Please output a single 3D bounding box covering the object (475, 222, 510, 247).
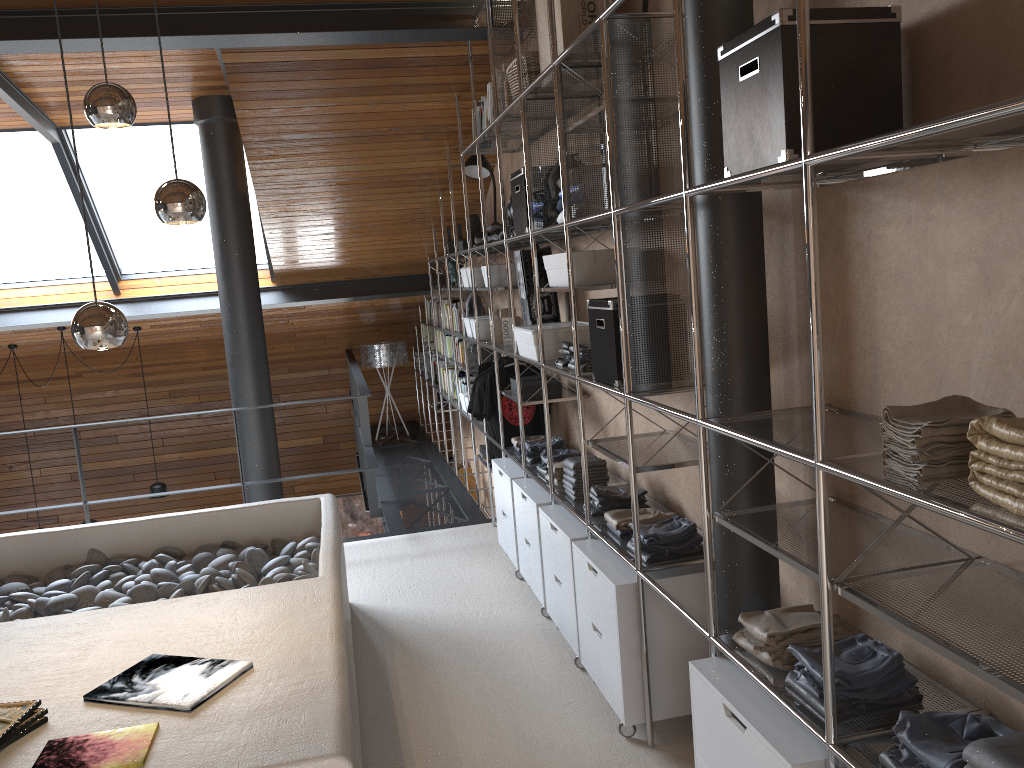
[{"bbox_3d":[-0.040,-0.884,5.146,0.286,0.141,0.657,-7,7,-18],"label":"object"}]

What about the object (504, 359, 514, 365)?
[{"bbox_3d":[-0.009,-0.113,5.296,0.387,0.197,0.009,-7,7,-15],"label":"object"}]

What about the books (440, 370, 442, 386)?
[{"bbox_3d":[-0.593,-0.067,8.119,0.127,0.200,0.046,-6,7,-11],"label":"books"}]

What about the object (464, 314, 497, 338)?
[{"bbox_3d":[-0.162,-0.391,5.971,0.295,0.136,0.228,-6,7,-11],"label":"object"}]

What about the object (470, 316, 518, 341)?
[{"bbox_3d":[-0.107,-0.363,5.712,0.295,0.136,0.228,-6,7,-11],"label":"object"}]

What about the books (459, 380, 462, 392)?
[{"bbox_3d":[-0.331,0.055,6.989,0.148,0.189,0.053,-6,7,-11],"label":"books"}]

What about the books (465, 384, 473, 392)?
[{"bbox_3d":[-0.287,0.085,6.808,0.130,0.166,0.046,-6,7,-11],"label":"books"}]

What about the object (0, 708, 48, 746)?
[{"bbox_3d":[-1.332,0.849,2.179,0.276,0.013,0.207,-3,7,13],"label":"object"}]

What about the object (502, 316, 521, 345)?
[{"bbox_3d":[-0.001,-0.310,5.150,0.074,0.156,0.078,1,9,38],"label":"object"}]

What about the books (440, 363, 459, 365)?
[{"bbox_3d":[-0.554,-0.080,8.099,0.177,0.217,0.046,-6,7,-11],"label":"books"}]

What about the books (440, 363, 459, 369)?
[{"bbox_3d":[-0.560,-0.074,8.066,0.161,0.222,0.055,-6,7,-11],"label":"books"}]

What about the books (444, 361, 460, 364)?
[{"bbox_3d":[-0.548,-0.098,8.211,0.148,0.232,0.053,-6,7,-11],"label":"books"}]

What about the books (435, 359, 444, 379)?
[{"bbox_3d":[-0.642,-0.115,8.402,0.143,0.235,0.055,-6,7,-12],"label":"books"}]

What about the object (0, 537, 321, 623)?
[{"bbox_3d":[-1.648,0.911,3.606,1.842,0.246,1.436,-6,7,-11],"label":"object"}]

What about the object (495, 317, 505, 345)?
[{"bbox_3d":[-0.069,-0.315,5.232,0.074,0.156,0.078,-4,7,4],"label":"object"}]

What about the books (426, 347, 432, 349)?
[{"bbox_3d":[-0.771,-0.382,9.038,0.216,0.021,0.174,-6,7,-11],"label":"books"}]

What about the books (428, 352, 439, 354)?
[{"bbox_3d":[-0.777,-0.319,9.040,0.208,0.017,0.167,-6,7,-11],"label":"books"}]

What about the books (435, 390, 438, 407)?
[{"bbox_3d":[-0.671,0.107,8.715,0.155,0.215,0.055,-6,7,-11],"label":"books"}]

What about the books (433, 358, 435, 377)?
[{"bbox_3d":[-0.694,-0.149,8.700,0.148,0.234,0.013,-6,7,-11],"label":"books"}]

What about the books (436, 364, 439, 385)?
[{"bbox_3d":[-0.627,-0.092,8.328,0.148,0.206,0.053,-6,7,-11],"label":"books"}]

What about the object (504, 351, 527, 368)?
[{"bbox_3d":[0.019,-0.140,5.162,0.283,0.118,0.016,-6,7,-11],"label":"object"}]

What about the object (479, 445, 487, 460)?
[{"bbox_3d":[-0.031,0.452,5.949,0.320,0.114,0.405,-6,7,-11],"label":"object"}]

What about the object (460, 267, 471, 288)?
[{"bbox_3d":[-0.183,-0.722,5.925,0.295,0.136,0.228,-6,7,-11],"label":"object"}]

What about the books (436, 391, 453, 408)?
[{"bbox_3d":[-0.656,0.133,8.597,0.138,0.191,0.049,-6,7,-11],"label":"books"}]

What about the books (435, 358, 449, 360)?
[{"bbox_3d":[-0.659,-0.131,8.483,0.131,0.247,0.018,-6,7,-11],"label":"books"}]

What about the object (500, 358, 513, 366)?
[{"bbox_3d":[-0.022,-0.120,5.359,0.387,0.197,0.009,-7,7,-15],"label":"object"}]

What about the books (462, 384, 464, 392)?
[{"bbox_3d":[-0.312,0.079,6.873,0.130,0.167,0.046,-6,7,-11],"label":"books"}]

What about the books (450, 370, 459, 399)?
[{"bbox_3d":[-0.426,0.002,7.297,0.148,0.232,0.053,-6,7,-11],"label":"books"}]

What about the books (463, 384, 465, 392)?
[{"bbox_3d":[-0.298,0.078,6.862,0.146,0.171,0.054,-6,7,-11],"label":"books"}]

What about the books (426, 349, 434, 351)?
[{"bbox_3d":[-0.746,-0.359,9.029,0.234,0.028,0.180,-6,7,-11],"label":"books"}]

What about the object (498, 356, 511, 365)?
[{"bbox_3d":[-0.047,-0.132,5.479,0.387,0.197,0.009,-7,7,-15],"label":"object"}]

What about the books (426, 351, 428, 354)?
[{"bbox_3d":[-0.767,-0.335,9.026,0.228,0.016,0.182,-6,7,-11],"label":"books"}]

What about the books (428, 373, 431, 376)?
[{"bbox_3d":[-0.744,-0.113,9.055,0.239,0.021,0.174,-5,7,-5],"label":"books"}]

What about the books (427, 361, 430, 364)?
[{"bbox_3d":[-0.743,-0.228,9.039,0.225,0.017,0.167,-6,7,-11],"label":"books"}]

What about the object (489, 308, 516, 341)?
[{"bbox_3d":[-0.050,-0.369,5.453,0.142,0.205,0.196,-6,7,-13],"label":"object"}]

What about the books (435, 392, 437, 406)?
[{"bbox_3d":[-0.702,0.124,8.754,0.112,0.177,0.009,-6,7,-11],"label":"books"}]

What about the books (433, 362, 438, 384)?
[{"bbox_3d":[-0.674,-0.112,8.464,0.137,0.215,0.014,-6,7,-11],"label":"books"}]

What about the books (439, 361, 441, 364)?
[{"bbox_3d":[-0.596,-0.103,8.286,0.148,0.232,0.053,-6,7,-11],"label":"books"}]

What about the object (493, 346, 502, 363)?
[{"bbox_3d":[-0.057,-0.179,5.521,0.283,0.118,0.016,-6,7,-11],"label":"object"}]

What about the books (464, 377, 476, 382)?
[{"bbox_3d":[-0.290,0.057,6.833,0.143,0.217,0.066,-6,7,-11],"label":"books"}]

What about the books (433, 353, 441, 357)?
[{"bbox_3d":[-0.698,-0.173,8.755,0.143,0.268,0.020,-6,7,-11],"label":"books"}]

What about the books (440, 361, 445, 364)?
[{"bbox_3d":[-0.586,-0.098,8.239,0.148,0.232,0.053,-6,7,-11],"label":"books"}]

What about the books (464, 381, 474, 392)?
[{"bbox_3d":[-0.293,0.074,6.817,0.129,0.186,0.050,-6,7,-11],"label":"books"}]

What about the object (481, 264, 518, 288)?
[{"bbox_3d":[-0.014,-0.631,5.132,0.290,0.124,0.222,-6,7,-11],"label":"object"}]

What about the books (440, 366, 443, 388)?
[{"bbox_3d":[-0.583,-0.067,8.110,0.127,0.200,0.046,-6,7,-11],"label":"books"}]

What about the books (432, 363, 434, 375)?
[{"bbox_3d":[-0.720,-0.144,8.797,0.130,0.208,0.010,-6,7,-11],"label":"books"}]

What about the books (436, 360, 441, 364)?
[{"bbox_3d":[-0.630,-0.108,8.344,0.148,0.232,0.053,-6,7,-11],"label":"books"}]

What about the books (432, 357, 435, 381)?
[{"bbox_3d":[-0.701,-0.150,8.712,0.148,0.234,0.013,-6,7,-11],"label":"books"}]

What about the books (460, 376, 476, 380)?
[{"bbox_3d":[-0.298,0.041,7.007,0.207,0.205,0.053,-6,7,-11],"label":"books"}]

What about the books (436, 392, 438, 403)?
[{"bbox_3d":[-0.670,0.115,8.666,0.133,0.218,0.051,-6,7,-12],"label":"books"}]

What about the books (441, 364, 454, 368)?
[{"bbox_3d":[-0.565,-0.068,7.991,0.122,0.229,0.057,-6,7,-11],"label":"books"}]

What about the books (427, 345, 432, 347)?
[{"bbox_3d":[-0.771,-0.400,9.036,0.228,0.016,0.182,-6,7,-11],"label":"books"}]
